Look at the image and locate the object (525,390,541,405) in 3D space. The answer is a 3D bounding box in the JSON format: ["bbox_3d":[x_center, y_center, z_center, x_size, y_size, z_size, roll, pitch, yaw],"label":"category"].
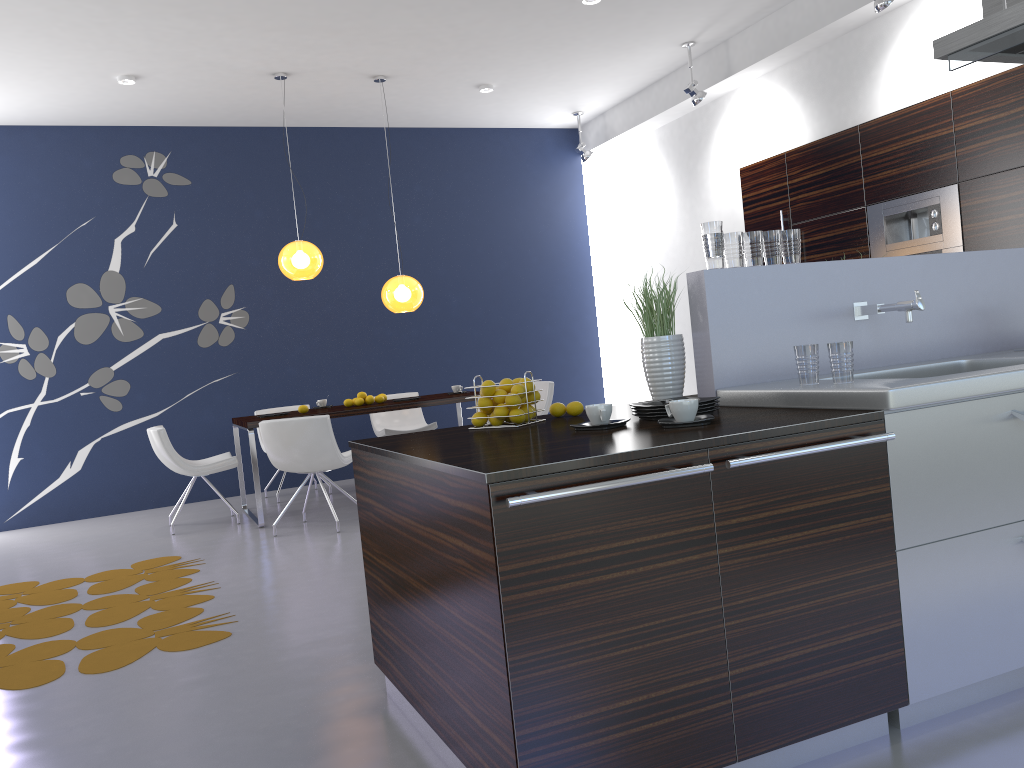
[{"bbox_3d":[0.066,0.045,3.011,0.063,0.051,0.053,-4,3,36],"label":"object"}]

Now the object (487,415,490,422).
[{"bbox_3d":[-0.060,0.111,3.044,0.051,0.053,0.063,-6,2,-15],"label":"object"}]

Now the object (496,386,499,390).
[{"bbox_3d":[-0.042,0.034,3.054,0.061,0.052,0.053,-6,2,-10],"label":"object"}]

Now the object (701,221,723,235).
[{"bbox_3d":[0.671,-0.478,2.957,0.072,0.119,0.071,-5,2,17],"label":"object"}]

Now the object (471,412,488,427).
[{"bbox_3d":[-0.108,0.118,2.972,0.053,0.052,0.062,-5,2,16],"label":"object"}]

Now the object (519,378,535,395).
[{"bbox_3d":[0.050,0.008,2.984,0.052,0.060,0.057,-7,3,-35],"label":"object"}]

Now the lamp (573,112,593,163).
[{"bbox_3d":[0.739,-2.570,9.256,0.185,0.511,0.150,-7,2,-23],"label":"lamp"}]

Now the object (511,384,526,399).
[{"bbox_3d":[0.023,0.025,2.939,0.053,0.051,0.063,-5,2,23],"label":"object"}]

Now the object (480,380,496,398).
[{"bbox_3d":[-0.079,0.017,2.945,0.050,0.060,0.059,-7,2,-23],"label":"object"}]

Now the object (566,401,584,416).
[{"bbox_3d":[0.217,0.086,3.075,0.063,0.051,0.053,-4,3,36],"label":"object"}]

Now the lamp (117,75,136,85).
[{"bbox_3d":[-2.974,-2.343,6.836,0.132,0.035,0.132,-7,2,-23],"label":"lamp"}]

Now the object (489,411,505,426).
[{"bbox_3d":[-0.049,0.115,2.964,0.050,0.055,0.061,-5,2,23],"label":"object"}]

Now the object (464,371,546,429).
[{"bbox_3d":[-0.024,0.051,2.989,0.207,0.174,0.189,-5,2,32],"label":"object"}]

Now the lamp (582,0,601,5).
[{"bbox_3d":[0.553,-2.679,6.165,0.132,0.035,0.132,-5,2,20],"label":"lamp"}]

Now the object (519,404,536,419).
[{"bbox_3d":[0.054,0.093,3.023,0.060,0.057,0.052,-7,2,-21],"label":"object"}]

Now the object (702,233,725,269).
[{"bbox_3d":[0.675,-0.439,2.959,0.072,0.119,0.071,-5,2,17],"label":"object"}]

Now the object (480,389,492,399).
[{"bbox_3d":[-0.084,0.028,3.013,0.051,0.053,0.063,-6,2,-10],"label":"object"}]

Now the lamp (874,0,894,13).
[{"bbox_3d":[2.099,-2.577,5.613,0.605,0.511,0.171,-6,2,9],"label":"lamp"}]

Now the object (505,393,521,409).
[{"bbox_3d":[0.004,0.056,2.904,0.053,0.055,0.060,-5,2,20],"label":"object"}]

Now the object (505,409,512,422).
[{"bbox_3d":[-0.005,0.100,3.002,0.057,0.060,0.052,-6,2,-17],"label":"object"}]

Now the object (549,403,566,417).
[{"bbox_3d":[0.160,0.091,3.104,0.063,0.051,0.053,-7,2,-19],"label":"object"}]

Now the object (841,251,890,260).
[{"bbox_3d":[1.297,-0.265,3.439,0.269,0.502,0.247,-7,2,-23],"label":"object"}]

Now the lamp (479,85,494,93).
[{"bbox_3d":[-0.230,-2.666,8.005,0.132,0.035,0.132,-5,2,24],"label":"lamp"}]

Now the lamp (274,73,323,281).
[{"bbox_3d":[-1.777,-1.666,7.151,0.358,1.645,0.359,-6,2,-12],"label":"lamp"}]

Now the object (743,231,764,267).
[{"bbox_3d":[0.822,-0.457,3.022,0.072,0.119,0.071,-5,2,17],"label":"object"}]

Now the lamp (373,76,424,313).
[{"bbox_3d":[-1.012,-1.591,7.478,0.359,1.974,0.358,-6,2,-18],"label":"lamp"}]

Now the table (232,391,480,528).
[{"bbox_3d":[-1.172,0.563,7.387,2.046,0.783,1.127,-7,2,-23],"label":"table"}]

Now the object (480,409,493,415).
[{"bbox_3d":[-0.081,0.078,3.020,0.061,0.055,0.051,-8,3,-44],"label":"object"}]

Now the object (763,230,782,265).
[{"bbox_3d":[0.896,-0.466,3.053,0.072,0.119,0.071,-5,2,17],"label":"object"}]

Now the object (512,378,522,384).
[{"bbox_3d":[0.026,0.005,3.031,0.063,0.051,0.053,-5,2,24],"label":"object"}]

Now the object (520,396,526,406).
[{"bbox_3d":[0.017,0.049,2.981,0.064,0.053,0.051,-7,2,-20],"label":"object"}]

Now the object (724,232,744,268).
[{"bbox_3d":[0.749,-0.448,2.990,0.072,0.119,0.071,-5,2,17],"label":"object"}]

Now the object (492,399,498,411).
[{"bbox_3d":[-0.052,0.072,3.011,0.051,0.053,0.062,-6,2,-15],"label":"object"}]

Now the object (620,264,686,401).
[{"bbox_3d":[0.493,-0.169,3.070,0.247,0.502,0.269,-5,2,20],"label":"object"}]

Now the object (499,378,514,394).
[{"bbox_3d":[-0.019,0.007,2.991,0.051,0.053,0.063,-7,2,-21],"label":"object"}]

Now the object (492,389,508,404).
[{"bbox_3d":[-0.039,0.042,2.956,0.055,0.051,0.061,-7,2,-29],"label":"object"}]

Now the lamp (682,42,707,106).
[{"bbox_3d":[1.521,-2.583,7.416,0.185,0.511,0.150,-7,2,-23],"label":"lamp"}]

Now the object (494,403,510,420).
[{"bbox_3d":[-0.034,0.091,2.925,0.052,0.053,0.062,-5,2,14],"label":"object"}]

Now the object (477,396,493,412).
[{"bbox_3d":[-0.089,0.066,2.961,0.053,0.054,0.061,-5,2,23],"label":"object"}]
